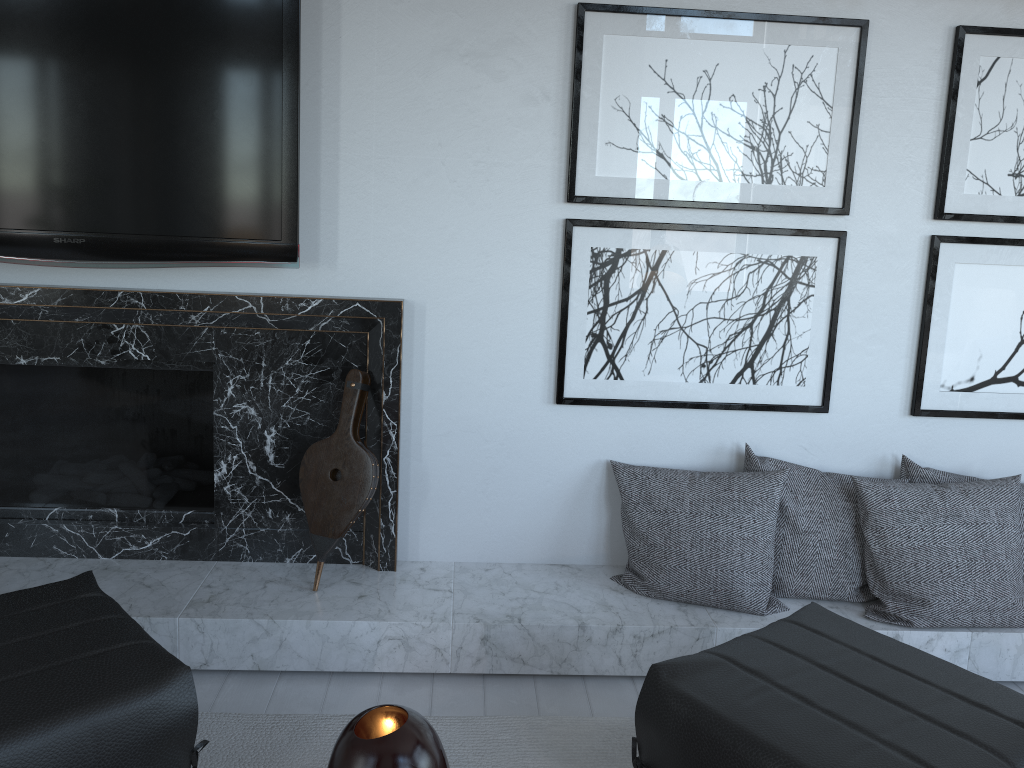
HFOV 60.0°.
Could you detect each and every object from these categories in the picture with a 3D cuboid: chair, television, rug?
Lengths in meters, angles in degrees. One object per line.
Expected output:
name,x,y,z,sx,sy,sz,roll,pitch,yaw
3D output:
chair,0.947,0.415,2.434,1.336,0.429,0.393,2,10,-3
television,-1.120,-0.679,2.281,1.158,0.747,0.129,2,9,-3
rug,-0.566,1.042,0.588,7.767,0.032,2.975,2,11,-3

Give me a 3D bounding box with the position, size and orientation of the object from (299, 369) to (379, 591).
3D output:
object,-0.467,0.252,2.389,0.196,0.577,0.176,-1,10,-23

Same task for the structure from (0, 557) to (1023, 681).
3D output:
structure,-1.174,0.589,2.352,7.206,0.134,0.396,2,11,-3

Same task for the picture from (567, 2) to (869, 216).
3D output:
picture,0.557,-0.740,2.412,0.791,0.519,0.020,2,9,-3

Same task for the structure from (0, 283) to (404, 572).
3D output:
structure,-1.168,0.151,2.659,1.686,0.918,0.524,2,10,-3

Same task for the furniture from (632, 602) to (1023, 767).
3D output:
furniture,0.613,0.716,1.588,0.615,0.375,0.602,-6,14,-39

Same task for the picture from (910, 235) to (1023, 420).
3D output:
picture,1.570,-0.151,2.562,0.791,0.519,0.020,2,9,-3

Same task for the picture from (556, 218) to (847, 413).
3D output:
picture,0.531,-0.186,2.503,0.791,0.519,0.020,2,9,-3

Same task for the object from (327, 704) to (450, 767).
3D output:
object,-0.140,0.506,1.007,0.153,0.278,0.152,10,12,36

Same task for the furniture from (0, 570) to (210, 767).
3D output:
furniture,-0.943,0.647,1.577,0.600,0.375,0.616,-8,15,-44

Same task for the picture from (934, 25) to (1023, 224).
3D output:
picture,1.595,-0.705,2.474,0.791,0.519,0.020,2,9,-3
